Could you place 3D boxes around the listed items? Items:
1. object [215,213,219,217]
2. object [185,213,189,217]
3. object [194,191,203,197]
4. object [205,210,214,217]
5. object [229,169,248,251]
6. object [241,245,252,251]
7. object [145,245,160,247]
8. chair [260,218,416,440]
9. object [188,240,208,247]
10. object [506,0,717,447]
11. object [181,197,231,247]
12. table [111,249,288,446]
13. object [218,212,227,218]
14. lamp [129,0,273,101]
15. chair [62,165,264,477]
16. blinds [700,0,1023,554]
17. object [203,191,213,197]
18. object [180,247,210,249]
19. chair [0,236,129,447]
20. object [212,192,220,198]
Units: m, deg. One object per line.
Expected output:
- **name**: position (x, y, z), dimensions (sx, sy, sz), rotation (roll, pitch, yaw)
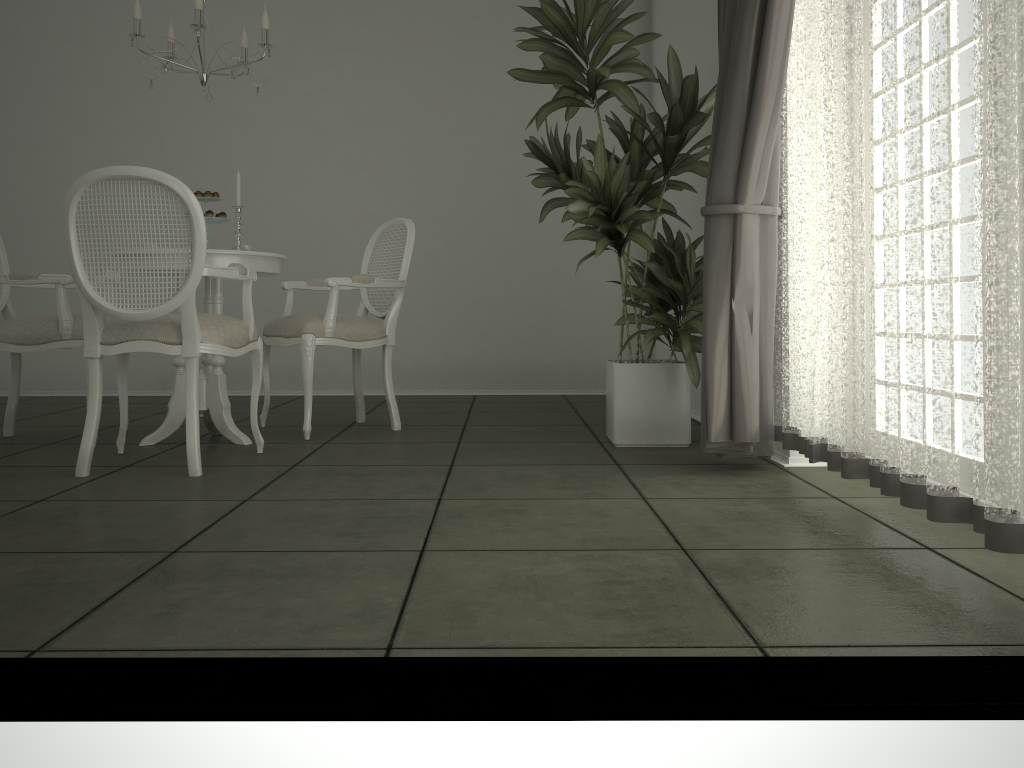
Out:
- **object**: position (-1.325, -0.755, 3.990), dimensions (0.039, 0.032, 0.039), rotation (-2, 3, -40)
- **object**: position (-1.434, -0.750, 3.925), dimensions (0.039, 0.032, 0.039), rotation (-2, 3, -35)
- **object**: position (-1.381, -0.836, 3.892), dimensions (0.039, 0.032, 0.039), rotation (0, 2, 5)
- **object**: position (-1.323, -0.745, 3.863), dimensions (0.039, 0.032, 0.039), rotation (1, 2, 20)
- **object**: position (-1.184, -0.749, 3.819), dimensions (0.087, 0.365, 0.088), rotation (0, -1, -23)
- **object**: position (-1.251, -0.619, 4.112), dimensions (0.078, 0.049, 0.062), rotation (-1, 3, -21)
- **object**: position (-1.640, -0.605, 4.005), dimensions (0.078, 0.049, 0.062), rotation (0, 2, 9)
- **chair**: position (-0.839, -0.309, 4.369), dimensions (0.690, 1.065, 0.595), rotation (0, 0, -35)
- **object**: position (-1.323, -0.588, 3.709), dimensions (0.078, 0.049, 0.062), rotation (2, 3, 32)
- **object**: position (0.561, -0.797, 3.935), dimensions (1.039, 2.099, 1.162), rotation (0, 0, 17)
- **object**: position (-1.361, -0.700, 3.925), dimensions (0.211, 0.249, 0.211), rotation (1, 1, 32)
- **table**: position (-1.380, -0.160, 3.927), dimensions (0.740, 0.831, 0.741), rotation (0, 1, -4)
- **object**: position (-1.287, -0.750, 3.927), dimensions (0.039, 0.032, 0.039), rotation (2, 3, 40)
- **lamp**: position (-1.389, -2.530, 3.958), dimensions (0.594, 2.441, 0.591), rotation (0, -1, -23)
- **chair**: position (-1.297, -0.225, 3.276), dimensions (0.595, 1.065, 0.690), rotation (0, 1, 0)
- **blinds**: position (1.011, -0.888, 1.790), dimensions (0.660, 2.602, 3.667), rotation (0, 3, -1)
- **object**: position (-1.340, -0.836, 3.893), dimensions (0.039, 0.032, 0.039), rotation (-2, 3, -45)
- **object**: position (-1.329, -0.565, 3.712), dimensions (0.118, 0.016, 0.119), rotation (-1, 4, -11)
- **chair**: position (-2.117, -0.276, 3.960), dimensions (0.690, 1.065, 0.595), rotation (0, 0, -10)
- **object**: position (-1.320, -0.839, 3.929), dimensions (0.039, 0.032, 0.039), rotation (1, 2, 20)
